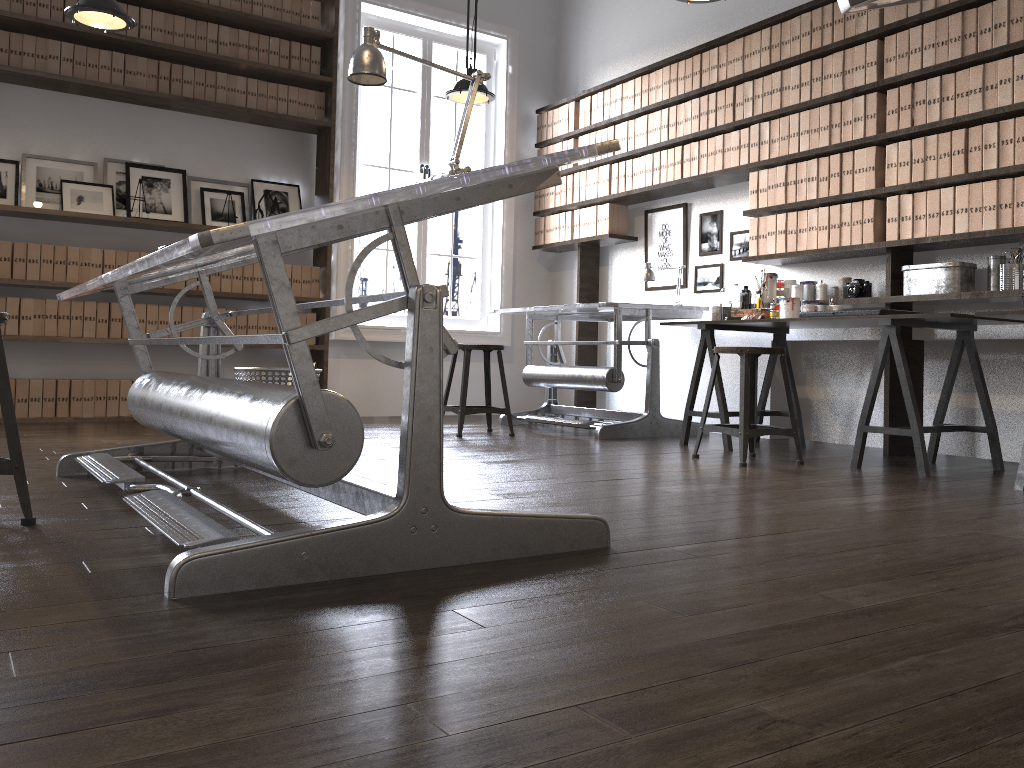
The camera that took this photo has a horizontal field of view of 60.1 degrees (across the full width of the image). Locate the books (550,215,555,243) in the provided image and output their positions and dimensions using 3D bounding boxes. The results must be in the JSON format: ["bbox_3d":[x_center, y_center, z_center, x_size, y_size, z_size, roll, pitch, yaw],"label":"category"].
[{"bbox_3d":[0.384,-1.195,6.895,0.174,0.226,0.066,2,-1,-33],"label":"books"}]

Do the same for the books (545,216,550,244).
[{"bbox_3d":[0.351,-1.197,6.952,0.174,0.226,0.066,2,-1,-33],"label":"books"}]

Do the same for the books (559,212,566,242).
[{"bbox_3d":[0.454,-1.190,6.779,0.174,0.226,0.066,2,-1,-33],"label":"books"}]

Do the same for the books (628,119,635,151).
[{"bbox_3d":[0.894,-1.707,6.147,0.174,0.226,0.066,2,-1,-33],"label":"books"}]

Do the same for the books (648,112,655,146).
[{"bbox_3d":[1.004,-1.700,5.974,0.174,0.226,0.066,2,-1,-33],"label":"books"}]

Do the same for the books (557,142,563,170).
[{"bbox_3d":[0.434,-1.743,6.847,0.174,0.226,0.067,2,-1,-33],"label":"books"}]

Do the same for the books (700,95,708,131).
[{"bbox_3d":[1.267,-1.683,5.560,0.174,0.226,0.067,2,-1,-33],"label":"books"}]

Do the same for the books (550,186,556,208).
[{"bbox_3d":[0.384,-1.472,6.910,0.174,0.226,0.066,2,-1,-33],"label":"books"}]

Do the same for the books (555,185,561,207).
[{"bbox_3d":[0.426,-1.470,6.853,0.174,0.226,0.066,2,-1,-33],"label":"books"}]

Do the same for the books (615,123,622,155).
[{"bbox_3d":[0.817,-1.713,6.267,0.174,0.226,0.066,2,-1,-33],"label":"books"}]

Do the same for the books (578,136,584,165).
[{"bbox_3d":[0.585,-1.728,6.620,0.174,0.226,0.066,2,-1,-33],"label":"books"}]

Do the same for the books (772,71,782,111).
[{"bbox_3d":[1.576,-1.662,5.084,0.174,0.226,0.067,2,-1,-33],"label":"books"}]

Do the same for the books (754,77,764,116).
[{"bbox_3d":[1.506,-1.667,5.203,0.174,0.226,0.066,2,-1,-33],"label":"books"}]

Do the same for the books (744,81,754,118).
[{"bbox_3d":[1.464,-1.670,5.260,0.174,0.226,0.066,2,-1,-33],"label":"books"}]

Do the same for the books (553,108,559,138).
[{"bbox_3d":[0.410,-2.023,6.915,0.174,0.226,0.066,2,-1,-33],"label":"books"}]

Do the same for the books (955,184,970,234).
[{"bbox_3d":[2.155,-0.807,4.143,0.174,0.226,0.066,2,-1,-33],"label":"books"}]

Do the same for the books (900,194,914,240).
[{"bbox_3d":[2.001,-0.817,4.380,0.174,0.226,0.066,2,-1,-33],"label":"books"}]

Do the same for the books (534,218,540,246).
[{"bbox_3d":[0.270,-1.202,7.077,0.174,0.226,0.066,2,-1,-33],"label":"books"}]

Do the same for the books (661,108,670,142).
[{"bbox_3d":[1.075,-1.695,5.859,0.174,0.226,0.067,2,-1,-33],"label":"books"}]

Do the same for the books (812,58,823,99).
[{"bbox_3d":[1.728,-1.653,4.858,0.174,0.226,0.066,2,-1,-33],"label":"books"}]

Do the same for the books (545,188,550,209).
[{"bbox_3d":[0.349,-1.475,6.972,0.174,0.226,0.066,2,-1,-33],"label":"books"}]

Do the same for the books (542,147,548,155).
[{"bbox_3d":[0.325,-1.751,7.018,0.174,0.226,0.067,2,-1,-33],"label":"books"}]

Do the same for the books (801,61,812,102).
[{"bbox_3d":[1.687,-1.655,4.915,0.174,0.226,0.067,2,-1,-33],"label":"books"}]

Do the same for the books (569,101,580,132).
[{"bbox_3d":[0.522,-2.015,6.734,0.174,0.226,0.066,2,-1,-33],"label":"books"}]

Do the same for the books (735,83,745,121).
[{"bbox_3d":[1.429,-1.672,5.322,0.174,0.226,0.066,2,-1,-33],"label":"books"}]

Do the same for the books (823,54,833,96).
[{"bbox_3d":[1.768,-1.650,4.800,0.174,0.226,0.066,2,-1,-33],"label":"books"}]

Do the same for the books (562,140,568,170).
[{"bbox_3d":[0.475,-1.741,6.794,0.174,0.226,0.066,2,-1,-33],"label":"books"}]

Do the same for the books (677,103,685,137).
[{"bbox_3d":[1.156,-1.690,5.744,0.174,0.226,0.066,2,-1,-33],"label":"books"}]

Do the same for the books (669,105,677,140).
[{"bbox_3d":[1.117,-1.693,5.802,0.174,0.226,0.066,2,-1,-33],"label":"books"}]

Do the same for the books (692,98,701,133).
[{"bbox_3d":[1.227,-1.685,5.621,0.174,0.226,0.066,2,-1,-33],"label":"books"}]

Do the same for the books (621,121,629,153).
[{"bbox_3d":[0.852,-1.710,6.204,0.174,0.226,0.066,2,-1,-33],"label":"books"}]

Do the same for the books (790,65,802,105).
[{"bbox_3d":[1.649,-1.658,4.976,0.174,0.226,0.066,2,-1,-33],"label":"books"}]

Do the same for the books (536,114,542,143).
[{"bbox_3d":[0.287,-2.031,7.091,0.174,0.226,0.067,2,-1,-33],"label":"books"}]

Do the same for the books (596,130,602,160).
[{"bbox_3d":[0.699,-1.720,6.445,0.174,0.226,0.066,2,-1,-33],"label":"books"}]

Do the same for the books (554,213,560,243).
[{"bbox_3d":[0.415,-1.192,6.840,0.174,0.226,0.067,2,-1,-33],"label":"books"}]

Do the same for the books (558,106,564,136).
[{"bbox_3d":[0.446,-2.021,6.855,0.174,0.226,0.066,2,-1,-33],"label":"books"}]

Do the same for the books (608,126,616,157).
[{"bbox_3d":[0.772,-1.715,6.327,0.174,0.226,0.067,2,-1,-33],"label":"books"}]

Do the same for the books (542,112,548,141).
[{"bbox_3d":[0.327,-2.028,7.030,0.174,0.226,0.066,2,-1,-33],"label":"books"}]

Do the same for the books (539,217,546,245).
[{"bbox_3d":[0.306,-1.200,7.011,0.174,0.226,0.067,2,-1,-33],"label":"books"}]

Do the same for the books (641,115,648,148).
[{"bbox_3d":[0.964,-1.702,6.028,0.174,0.226,0.067,2,-1,-33],"label":"books"}]

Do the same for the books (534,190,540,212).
[{"bbox_3d":[0.268,-1.480,7.085,0.174,0.226,0.067,2,-1,-33],"label":"books"}]

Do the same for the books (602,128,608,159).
[{"bbox_3d":[0.736,-1.718,6.392,0.174,0.226,0.066,2,-1,-33],"label":"books"}]

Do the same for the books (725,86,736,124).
[{"bbox_3d":[1.384,-1.675,5.382,0.174,0.226,0.067,2,-1,-33],"label":"books"}]

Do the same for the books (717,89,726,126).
[{"bbox_3d":[1.348,-1.678,5.447,0.174,0.226,0.066,2,-1,-33],"label":"books"}]

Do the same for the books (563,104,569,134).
[{"bbox_3d":[0.481,-2.018,6.794,0.174,0.226,0.067,2,-1,-33],"label":"books"}]

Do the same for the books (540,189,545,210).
[{"bbox_3d":[0.310,-1.477,7.032,0.174,0.226,0.066,2,-1,-33],"label":"books"}]

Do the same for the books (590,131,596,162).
[{"bbox_3d":[0.661,-1.722,6.496,0.174,0.226,0.067,2,-1,-33],"label":"books"}]

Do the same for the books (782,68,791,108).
[{"bbox_3d":[1.616,-1.660,5.030,0.174,0.226,0.066,2,-1,-33],"label":"books"}]

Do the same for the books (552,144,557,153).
[{"bbox_3d":[0.401,-1.746,6.906,0.174,0.226,0.066,2,-1,-33],"label":"books"}]

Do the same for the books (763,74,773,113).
[{"bbox_3d":[1.544,-1.665,5.143,0.174,0.226,0.066,2,-1,-33],"label":"books"}]

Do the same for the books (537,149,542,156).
[{"bbox_3d":[0.290,-1.753,7.079,0.174,0.226,0.066,2,-1,-33],"label":"books"}]

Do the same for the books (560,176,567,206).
[{"bbox_3d":[0.462,-1.467,6.787,0.174,0.226,0.067,2,-1,-33],"label":"books"}]

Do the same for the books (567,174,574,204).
[{"bbox_3d":[0.507,-1.464,6.728,0.174,0.226,0.066,2,-1,-33],"label":"books"}]

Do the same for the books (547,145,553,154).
[{"bbox_3d":[0.366,-1.748,6.958,0.174,0.226,0.066,2,-1,-33],"label":"books"}]

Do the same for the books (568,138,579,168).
[{"bbox_3d":[0.514,-1.738,6.734,0.174,0.226,0.066,2,-1,-33],"label":"books"}]

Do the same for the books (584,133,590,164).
[{"bbox_3d":[0.621,-1.725,6.557,0.174,0.226,0.066,2,-1,-33],"label":"books"}]

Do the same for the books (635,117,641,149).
[{"bbox_3d":[0.933,-1.705,6.088,0.174,0.226,0.066,2,-1,-33],"label":"books"}]

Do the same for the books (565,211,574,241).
[{"bbox_3d":[0.497,-1.187,6.720,0.174,0.226,0.066,2,-1,-33],"label":"books"}]

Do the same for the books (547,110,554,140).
[{"bbox_3d":[0.369,-2.026,6.971,0.174,0.226,0.066,2,-1,-33],"label":"books"}]
